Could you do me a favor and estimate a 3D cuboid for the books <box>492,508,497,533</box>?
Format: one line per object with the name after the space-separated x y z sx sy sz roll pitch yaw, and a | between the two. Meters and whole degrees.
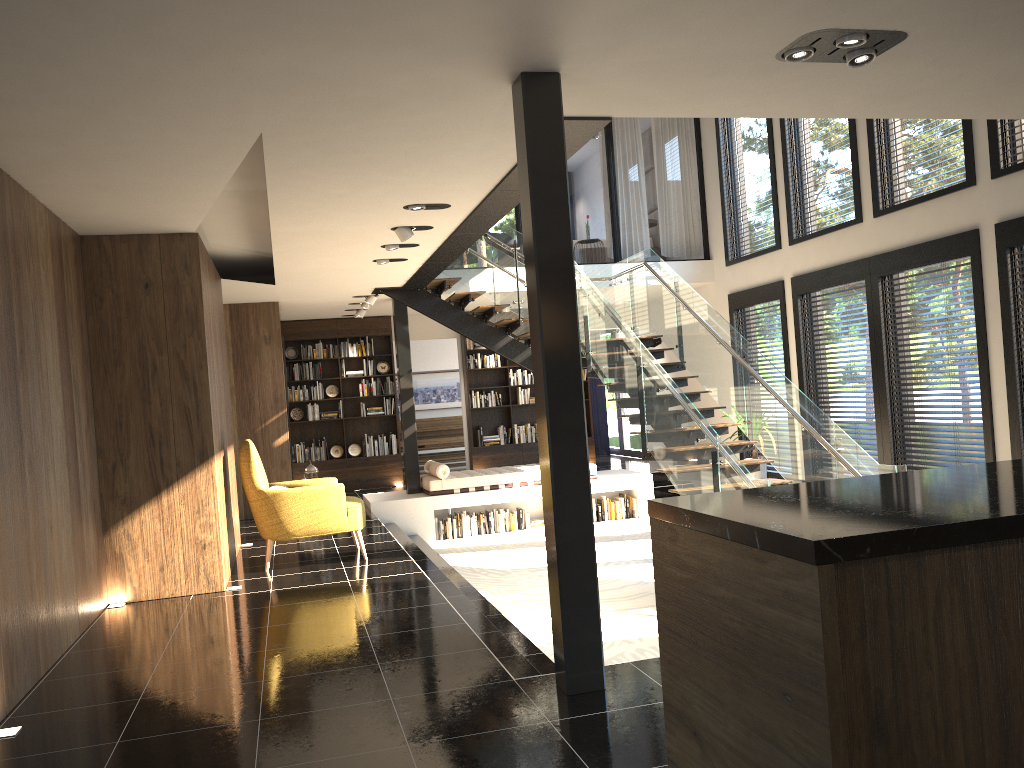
-0.230 1.788 11.612 0.023 0.308 0.126 -4 0 -14 | books

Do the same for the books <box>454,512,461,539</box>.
-0.698 1.813 11.404 0.030 0.322 0.203 -4 0 -14 | books

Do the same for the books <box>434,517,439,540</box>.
-0.969 1.851 11.357 0.024 0.286 0.130 -4 0 -14 | books

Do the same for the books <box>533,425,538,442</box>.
0.388 0.811 14.609 0.028 0.280 0.154 -4 0 -14 | books

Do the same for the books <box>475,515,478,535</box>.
-0.481 1.837 11.569 0.026 0.247 0.149 -4 0 -14 | books

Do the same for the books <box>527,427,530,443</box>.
0.252 0.833 14.565 0.025 0.255 0.202 -4 0 -14 | books

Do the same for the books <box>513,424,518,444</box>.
0.054 0.818 14.516 0.035 0.312 0.160 -4 0 -14 | books

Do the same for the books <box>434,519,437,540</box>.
-0.996 1.861 11.367 0.025 0.270 0.156 -4 0 -14 | books

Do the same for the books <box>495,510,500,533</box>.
-0.204 1.797 11.609 0.025 0.287 0.169 -4 0 -14 | books

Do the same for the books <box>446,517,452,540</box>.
-0.809 1.846 11.380 0.035 0.273 0.200 -4 0 -14 | books

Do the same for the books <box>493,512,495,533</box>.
-0.254 1.809 11.606 0.029 0.271 0.128 -4 0 -14 | books

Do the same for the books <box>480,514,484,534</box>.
-0.406 1.824 11.554 0.019 0.261 0.183 -4 0 -14 | books

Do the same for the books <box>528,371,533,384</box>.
0.306 -0.127 14.625 0.032 0.265 0.149 -4 0 -14 | books

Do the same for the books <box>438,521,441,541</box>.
-0.940 1.877 11.349 0.024 0.229 0.171 -4 0 -14 | books

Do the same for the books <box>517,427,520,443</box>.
0.085 0.841 14.534 0.030 0.262 0.173 -4 0 -14 | books

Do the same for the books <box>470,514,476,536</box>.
-0.506 1.826 11.492 0.021 0.270 0.148 -4 0 -14 | books

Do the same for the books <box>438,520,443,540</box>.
-0.916 1.870 11.359 0.027 0.241 0.150 -4 0 -14 | books

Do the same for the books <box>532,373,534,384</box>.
0.339 -0.087 14.627 0.027 0.179 0.164 -4 0 -14 | books

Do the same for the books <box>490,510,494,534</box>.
-0.276 1.799 11.582 0.025 0.293 0.205 -4 0 -14 | books

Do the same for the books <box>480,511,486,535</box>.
-0.382 1.812 11.552 0.028 0.282 0.173 -4 0 -14 | books

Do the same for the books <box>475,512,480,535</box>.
-0.458 1.817 11.574 0.025 0.285 0.137 -4 0 -14 | books

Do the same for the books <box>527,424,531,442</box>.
0.273 0.806 14.590 0.032 0.306 0.155 -4 0 -14 | books

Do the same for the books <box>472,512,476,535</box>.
-0.493 1.813 11.519 0.020 0.295 0.102 -4 0 -14 | books

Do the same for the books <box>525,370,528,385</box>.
0.215 -0.104 14.587 0.028 0.231 0.167 -4 0 -14 | books

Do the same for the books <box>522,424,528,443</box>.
0.217 0.814 14.581 0.032 0.298 0.169 -4 0 -14 | books

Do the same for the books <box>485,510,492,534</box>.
-0.302 1.797 11.562 0.033 0.299 0.196 -4 0 -14 | books

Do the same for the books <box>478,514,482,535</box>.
-0.430 1.827 11.565 0.023 0.260 0.133 -4 0 -14 | books

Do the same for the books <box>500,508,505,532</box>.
-0.129 1.782 11.617 0.020 0.305 0.172 -4 0 -14 | books

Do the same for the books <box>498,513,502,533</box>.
-0.172 1.815 11.593 0.027 0.246 0.193 -4 0 -14 | books

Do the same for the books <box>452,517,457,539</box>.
-0.749 1.851 11.386 0.027 0.254 0.204 -4 0 -14 | books

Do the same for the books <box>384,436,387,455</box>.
-2.008 0.971 14.041 0.011 0.300 0.154 -4 0 -14 | books

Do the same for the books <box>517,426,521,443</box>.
0.106 0.834 14.558 0.025 0.274 0.150 -4 0 -14 | books

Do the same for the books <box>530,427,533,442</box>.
0.305 0.834 14.585 0.023 0.246 0.149 -4 0 -14 | books

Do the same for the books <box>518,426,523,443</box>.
0.139 0.831 14.540 0.030 0.276 0.160 -4 0 -14 | books

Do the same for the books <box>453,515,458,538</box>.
-0.731 1.838 11.424 0.028 0.279 0.120 -4 0 -14 | books

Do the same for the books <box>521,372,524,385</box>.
0.157 -0.087 14.598 0.020 0.206 0.147 -4 0 -14 | books

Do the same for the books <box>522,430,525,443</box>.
0.165 0.860 14.558 0.025 0.214 0.170 -4 0 -14 | books

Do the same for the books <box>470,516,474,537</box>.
-0.526 1.842 11.473 0.029 0.240 0.165 -4 0 -14 | books

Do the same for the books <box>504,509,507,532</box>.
-0.109 1.787 11.626 0.023 0.293 0.157 -4 0 -14 | books

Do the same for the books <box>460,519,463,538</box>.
-0.673 1.854 11.433 0.029 0.237 0.147 -4 0 -14 | books

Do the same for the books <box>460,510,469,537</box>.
-0.611 1.799 11.445 0.051 0.338 0.187 -4 0 -14 | books

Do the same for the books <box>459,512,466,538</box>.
-0.642 1.816 11.416 0.028 0.309 0.211 -4 0 -14 | books

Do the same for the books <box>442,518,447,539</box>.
-0.868 1.859 11.403 0.030 0.256 0.145 -4 0 -14 | books

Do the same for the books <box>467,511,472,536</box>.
-0.553 1.808 11.469 0.021 0.313 0.139 -4 0 -14 | books

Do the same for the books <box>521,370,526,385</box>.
0.184 -0.108 14.591 0.030 0.244 0.142 -4 0 -14 | books

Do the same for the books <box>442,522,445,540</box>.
-0.894 1.883 11.393 0.029 0.211 0.130 -4 0 -14 | books

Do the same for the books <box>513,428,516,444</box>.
0.018 0.846 14.541 0.026 0.263 0.156 -4 0 -14 | books

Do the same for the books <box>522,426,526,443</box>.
0.187 0.825 14.575 0.031 0.280 0.141 -4 0 -14 | books

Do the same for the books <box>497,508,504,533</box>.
-0.153 1.784 11.616 0.026 0.305 0.187 -4 0 -14 | books

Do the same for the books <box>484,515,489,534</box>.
-0.345 1.834 11.574 0.050 0.234 0.149 -4 0 -14 | books

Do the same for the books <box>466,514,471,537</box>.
-0.572 1.824 11.454 0.025 0.282 0.149 -4 0 -14 | books

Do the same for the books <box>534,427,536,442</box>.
0.360 0.828 14.609 0.029 0.250 0.142 -4 0 -14 | books

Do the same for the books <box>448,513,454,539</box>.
-0.787 1.824 11.414 0.029 0.314 0.163 -4 0 -14 | books

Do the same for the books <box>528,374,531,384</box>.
0.268 -0.078 14.624 0.047 0.171 0.167 -4 0 -14 | books

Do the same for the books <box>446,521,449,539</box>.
-0.841 1.872 11.403 0.020 0.225 0.156 -4 0 -14 | books

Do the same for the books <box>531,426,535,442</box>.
0.330 0.828 14.599 0.034 0.255 0.194 -4 0 -14 | books
